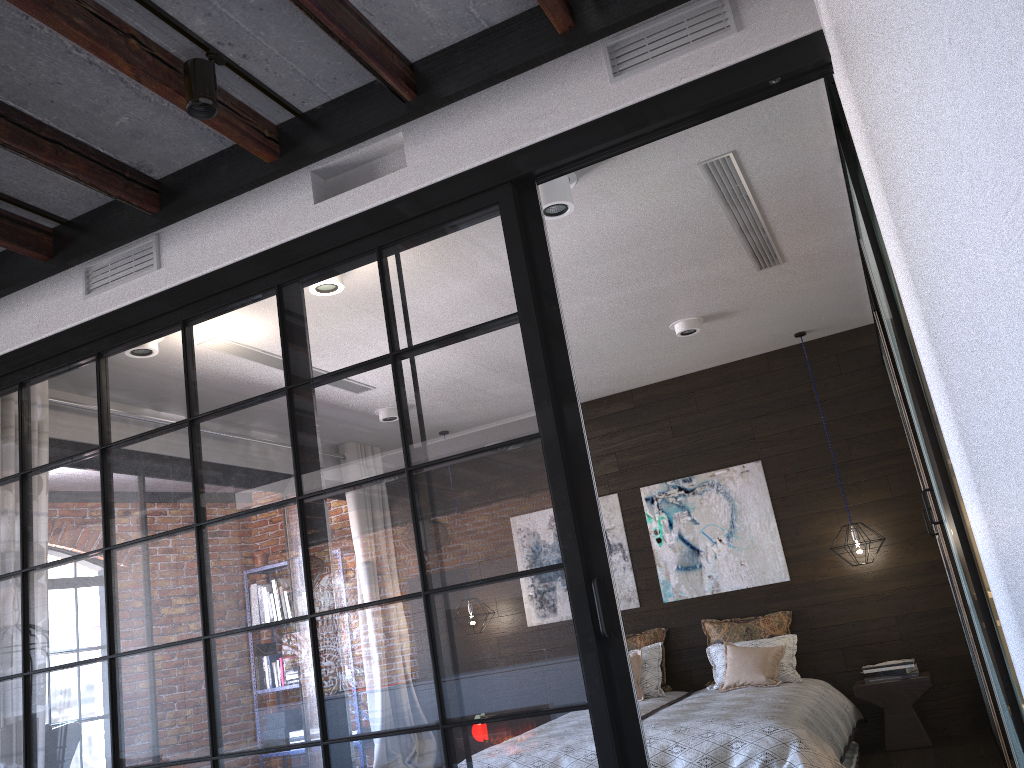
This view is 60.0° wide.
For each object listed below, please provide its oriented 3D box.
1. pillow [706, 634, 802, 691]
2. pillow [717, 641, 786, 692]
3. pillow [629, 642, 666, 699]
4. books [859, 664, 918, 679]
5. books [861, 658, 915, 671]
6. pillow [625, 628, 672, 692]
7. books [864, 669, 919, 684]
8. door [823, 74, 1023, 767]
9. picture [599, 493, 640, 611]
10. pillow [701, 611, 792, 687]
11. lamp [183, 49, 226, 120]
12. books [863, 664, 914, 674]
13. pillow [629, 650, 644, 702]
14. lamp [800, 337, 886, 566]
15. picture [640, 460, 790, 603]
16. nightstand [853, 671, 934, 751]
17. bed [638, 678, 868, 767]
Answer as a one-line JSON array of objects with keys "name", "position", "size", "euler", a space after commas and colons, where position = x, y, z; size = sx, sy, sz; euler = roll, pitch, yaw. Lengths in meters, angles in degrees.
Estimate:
[{"name": "pillow", "position": [1.601, 1.857, 5.902], "size": [0.621, 0.303, 0.361], "euler": [-15, -17, 18]}, {"name": "pillow", "position": [1.538, 1.793, 5.707], "size": [0.451, 0.304, 0.269], "euler": [-17, -17, 23]}, {"name": "pillow", "position": [0.777, 2.052, 6.249], "size": [0.632, 0.350, 0.299], "euler": [-16, -17, 21]}, {"name": "books", "position": [2.385, 1.819, 5.616], "size": [0.293, 0.034, 0.233], "euler": [-22, -20, 37]}, {"name": "books", "position": [2.390, 1.779, 5.630], "size": [0.307, 0.014, 0.247], "euler": [-17, -17, 23]}, {"name": "pillow", "position": [0.833, 2.045, 6.406], "size": [0.637, 0.487, 0.272], "euler": [-16, -17, 21]}, {"name": "books", "position": [2.403, 1.846, 5.607], "size": [0.316, 0.028, 0.259], "euler": [-16, -17, 21]}, {"name": "door", "position": [1.953, 0.613, 4.013], "size": [0.139, 2.589, 4.189], "euler": [-16, -17, 21]}, {"name": "picture", "position": [0.469, 1.368, 6.869], "size": [0.924, 0.862, 0.008], "euler": [-16, -17, 21]}, {"name": "pillow", "position": [1.619, 1.820, 6.066], "size": [0.646, 0.491, 0.306], "euler": [-16, -17, 21]}, {"name": "lamp", "position": [-0.846, -0.835, 2.452], "size": [0.114, 0.183, 0.082], "euler": [-6, -16, -12]}, {"name": "books", "position": [2.386, 1.793, 5.619], "size": [0.303, 0.017, 0.229], "euler": [-16, -17, 20]}, {"name": "pillow", "position": [0.707, 2.029, 6.084], "size": [0.404, 0.328, 0.262], "euler": [-15, -17, 18]}, {"name": "lamp", "position": [2.152, 0.422, 5.987], "size": [0.348, 1.589, 0.348], "euler": [-14, -16, 14]}, {"name": "picture", "position": [1.458, 1.081, 6.466], "size": [0.924, 0.862, 0.008], "euler": [-16, -17, 21]}, {"name": "nightstand", "position": [2.433, 2.050, 5.551], "size": [0.457, 0.399, 0.300], "euler": [-16, -17, 21]}, {"name": "bed", "position": [0.915, 2.191, 5.327], "size": [2.234, 0.508, 2.124], "euler": [-16, -17, 20]}]
